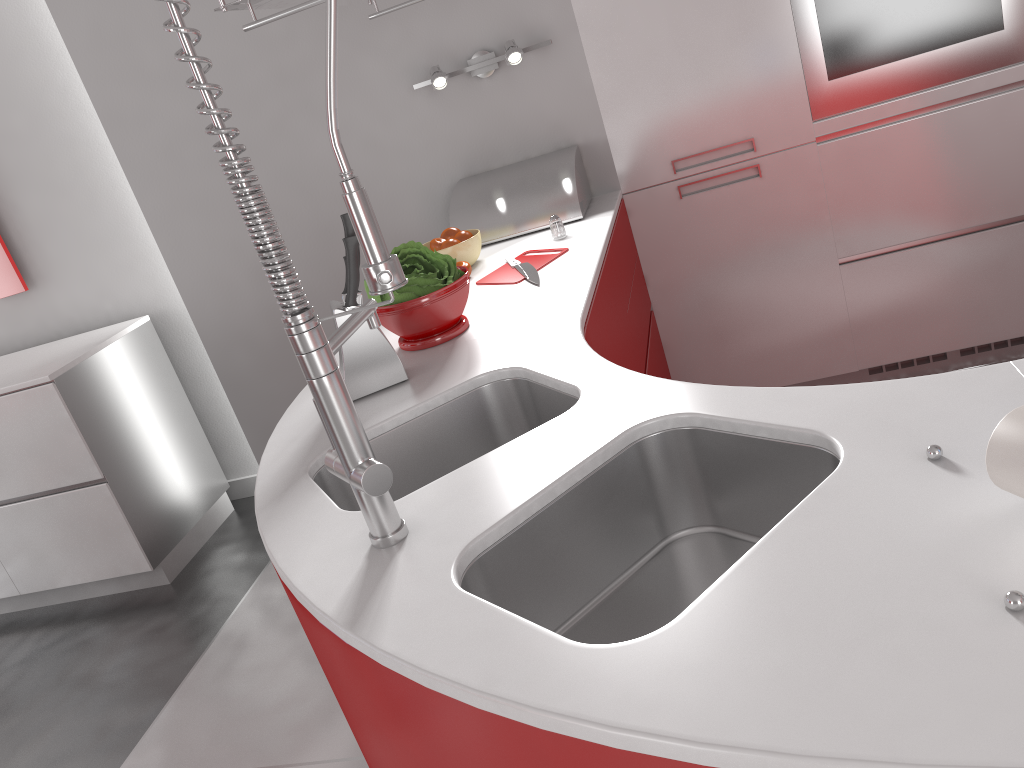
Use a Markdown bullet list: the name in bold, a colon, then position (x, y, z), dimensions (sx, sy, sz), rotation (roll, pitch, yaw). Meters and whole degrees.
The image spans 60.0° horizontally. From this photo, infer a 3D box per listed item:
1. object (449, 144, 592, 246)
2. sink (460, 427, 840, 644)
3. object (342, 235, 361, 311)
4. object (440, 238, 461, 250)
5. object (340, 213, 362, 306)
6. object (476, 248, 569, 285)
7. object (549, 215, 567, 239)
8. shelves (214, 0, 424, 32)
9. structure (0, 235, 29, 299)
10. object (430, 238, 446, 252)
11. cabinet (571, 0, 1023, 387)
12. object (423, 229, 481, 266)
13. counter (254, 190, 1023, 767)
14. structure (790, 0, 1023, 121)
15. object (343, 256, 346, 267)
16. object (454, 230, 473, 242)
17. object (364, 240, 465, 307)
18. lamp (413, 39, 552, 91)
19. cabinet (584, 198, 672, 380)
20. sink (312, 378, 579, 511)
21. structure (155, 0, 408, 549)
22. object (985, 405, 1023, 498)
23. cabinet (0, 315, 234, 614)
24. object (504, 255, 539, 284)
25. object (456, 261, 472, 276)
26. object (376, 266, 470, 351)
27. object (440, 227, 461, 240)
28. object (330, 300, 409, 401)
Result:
- **object**: position (0.019, -0.574, 2.730), dimensions (0.400, 0.170, 0.300), rotation (-13, 21, 16)
- **sink**: position (0.182, 0.233, 1.039), dimensions (0.428, 0.172, 0.326), rotation (-31, 23, -32)
- **object**: position (-0.290, -0.128, 1.646), dimensions (0.130, 0.279, 0.012), rotation (-23, 20, -11)
- **object**: position (-0.166, -0.371, 2.415), dimensions (0.062, 0.049, 0.066), rotation (-10, 22, 23)
- **object**: position (-0.294, -0.152, 1.668), dimensions (0.150, 0.322, 0.014), rotation (-23, 20, -11)
- **object**: position (0.027, -0.300, 2.259), dimensions (0.168, 0.006, 0.266), rotation (-1, 26, 41)
- **object**: position (0.123, -0.433, 2.436), dimensions (0.042, 0.066, 0.043), rotation (-7, 23, 28)
- **shelves**: position (-0.423, -1.377, 1.930), dimensions (0.462, 1.023, 0.934), rotation (-13, 21, 16)
- **structure**: position (-2.543, -0.961, 3.410), dimensions (0.820, 1.503, 0.040), rotation (-13, 21, 16)
- **object**: position (-0.196, -0.383, 2.472), dimensions (0.062, 0.052, 0.065), rotation (-18, 20, 1)
- **cabinet**: position (1.485, -1.113, 2.726), dimensions (2.398, 2.026, 0.614), rotation (-13, 21, 16)
- **object**: position (-0.173, -0.355, 2.468), dimensions (0.201, 0.086, 0.201), rotation (-12, 21, 17)
- **counter**: position (0.489, 0.237, 1.745), dimensions (2.865, 0.880, 1.868), rotation (4, 30, 47)
- **structure**: position (1.088, -1.105, 2.454), dimensions (0.599, 0.589, 0.050), rotation (-13, 21, 16)
- **object**: position (-0.306, -0.144, 1.695), dimensions (0.091, 0.197, 0.009), rotation (-23, 20, -11)
- **object**: position (-0.137, -0.401, 2.467), dimensions (0.062, 0.049, 0.066), rotation (-14, 20, 13)
- **object**: position (-0.202, -0.199, 1.873), dimensions (0.193, 0.182, 0.198), rotation (-11, 21, 21)
- **lamp**: position (-0.101, -0.960, 2.676), dimensions (0.454, 0.081, 0.155), rotation (-13, 21, 16)
- **cabinet**: position (0.565, 0.091, 1.966), dimensions (1.025, 0.761, 1.875), rotation (-29, 22, -26)
- **sink**: position (-0.081, 0.168, 1.443), dimensions (0.428, 0.172, 0.326), rotation (-26, 21, -21)
- **structure**: position (-0.238, -0.243, 0.992), dimensions (0.178, 0.920, 0.308), rotation (-29, 22, -28)
- **object**: position (0.476, 0.062, 0.736), dimensions (0.109, 0.080, 0.100), rotation (-23, 20, -12)
- **cabinet**: position (-2.193, 0.433, 3.598), dimensions (1.802, 0.880, 0.610), rotation (-13, 21, 16)
- **object**: position (0.032, -0.288, 2.204), dimensions (0.041, 0.008, 0.375), rotation (-21, 20, -6)
- **object**: position (-0.136, -0.295, 2.335), dimensions (0.063, 0.047, 0.065), rotation (-13, 21, 16)
- **object**: position (-0.184, -0.156, 1.901), dimensions (0.228, 0.118, 0.229), rotation (-23, 20, -11)
- **object**: position (-0.171, -0.413, 2.518), dimensions (0.066, 0.058, 0.055), rotation (-18, 20, 2)
- **object**: position (-0.297, -0.074, 1.690), dimensions (0.137, 0.178, 0.091), rotation (-22, 20, -9)
